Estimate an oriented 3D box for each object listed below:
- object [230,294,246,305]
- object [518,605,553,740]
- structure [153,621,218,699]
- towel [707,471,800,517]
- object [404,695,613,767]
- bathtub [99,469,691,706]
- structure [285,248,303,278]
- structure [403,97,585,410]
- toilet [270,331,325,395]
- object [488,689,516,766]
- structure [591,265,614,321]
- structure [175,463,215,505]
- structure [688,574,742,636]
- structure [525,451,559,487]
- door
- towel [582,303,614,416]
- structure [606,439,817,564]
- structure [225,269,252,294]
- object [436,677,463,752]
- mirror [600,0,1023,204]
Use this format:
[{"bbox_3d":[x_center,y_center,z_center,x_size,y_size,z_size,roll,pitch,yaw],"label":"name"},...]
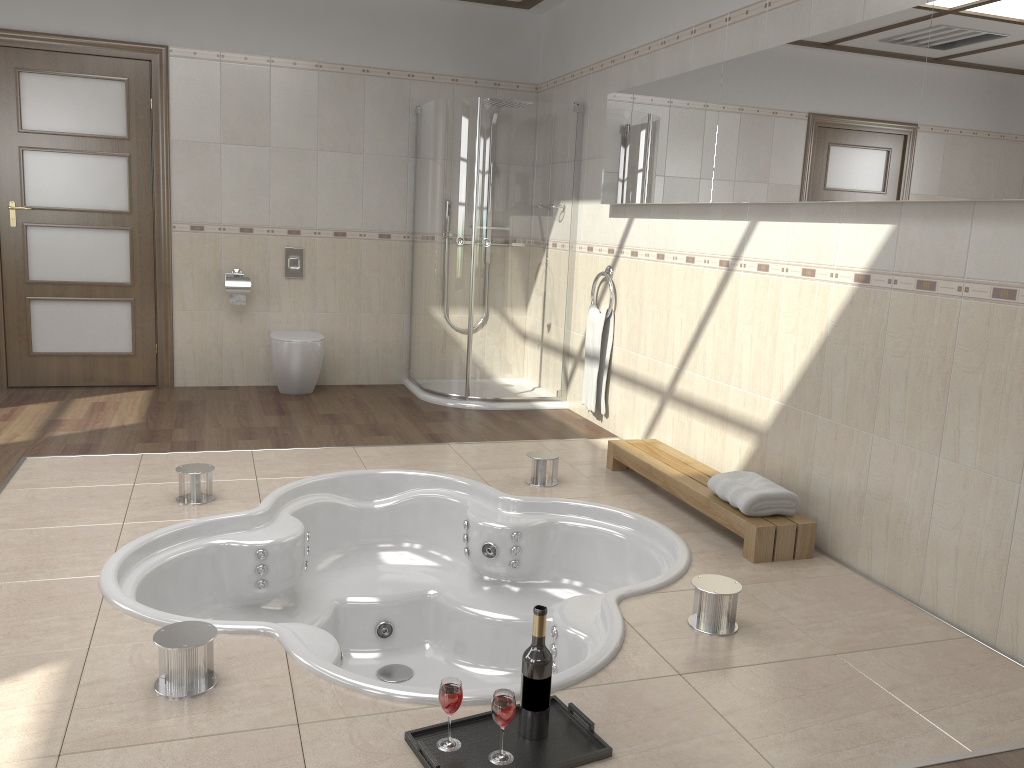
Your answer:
[{"bbox_3d":[-1.780,-0.593,5.752,0.098,0.151,0.090,-1,11,-19],"label":"object"},{"bbox_3d":[0.057,0.656,2.032,0.070,0.307,0.070,11,13,37],"label":"object"},{"bbox_3d":[-0.809,0.681,2.199,0.150,0.131,0.150,0,11,-14],"label":"structure"},{"bbox_3d":[0.926,0.419,3.440,0.233,0.099,0.331,0,11,-14],"label":"towel"},{"bbox_3d":[-0.009,0.804,2.002,0.400,0.040,0.250,-3,12,-28],"label":"object"},{"bbox_3d":[-0.354,0.911,3.205,1.754,0.674,1.751,8,11,25],"label":"bathtub"},{"bbox_3d":[-1.456,-0.808,5.922,0.120,0.200,0.010,-1,11,-19],"label":"structure"},{"bbox_3d":[-0.157,-0.860,5.874,0.900,1.917,0.900,-1,11,-19],"label":"structure"},{"bbox_3d":[-1.409,-0.129,5.801,0.337,0.388,0.519,-1,11,-19],"label":"toilet"},{"bbox_3d":[-0.021,0.747,1.937,0.055,0.153,0.055,-2,11,-26],"label":"object"},{"bbox_3d":[0.536,-0.527,5.161,0.051,0.332,0.291,-1,11,-19],"label":"structure"},{"bbox_3d":[-1.283,0.404,3.595,0.150,0.131,0.150,10,13,36],"label":"structure"},{"bbox_3d":[0.613,0.666,2.679,0.150,0.131,0.150,1,10,-9],"label":"structure"},{"bbox_3d":[0.138,0.389,4.075,0.150,0.131,0.150,-3,12,-29],"label":"structure"},{"bbox_3d":[-2.688,-0.985,5.497,0.861,2.026,0.102,-1,11,-21],"label":"door"},{"bbox_3d":[0.498,-0.150,5.215,0.083,0.635,0.280,-1,11,-18],"label":"towel"},{"bbox_3d":[0.796,0.463,3.831,0.260,0.140,1.280,-1,11,-19],"label":"structure"},{"bbox_3d":[-1.778,-0.668,5.763,0.170,0.151,0.154,-1,11,-19],"label":"structure"},{"bbox_3d":[-0.138,0.734,1.976,0.055,0.153,0.055,-2,11,-26],"label":"object"},{"bbox_3d":[1.090,-0.989,3.329,0.005,0.600,3.600,-1,11,-19],"label":"mirror"}]
